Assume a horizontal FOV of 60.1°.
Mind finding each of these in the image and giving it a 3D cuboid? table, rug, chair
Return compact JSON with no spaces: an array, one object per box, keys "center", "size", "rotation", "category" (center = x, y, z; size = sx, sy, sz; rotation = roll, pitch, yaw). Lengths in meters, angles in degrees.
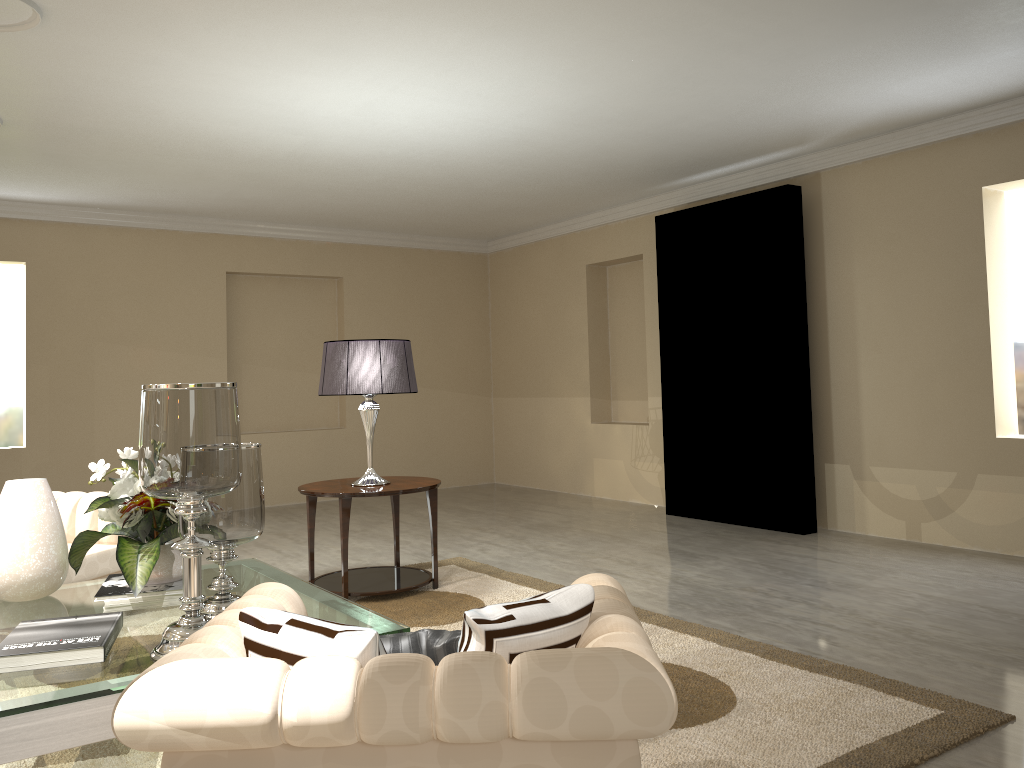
[{"center":[-1.077,0.862,2.651],"size":[1.057,0.346,1.298],"rotation":[-2,0,-35],"category":"table"},{"center":[-0.670,0.727,4.220],"size":[0.674,0.499,0.673],"rotation":[-1,-1,-37],"category":"table"},{"center":[-0.544,0.979,2.922],"size":[2.671,0.022,2.965],"rotation":[-2,0,-35],"category":"rug"},{"center":[-2.053,0.749,3.519],"size":[0.733,0.552,0.848],"rotation":[-2,-1,15],"category":"chair"},{"center":[-0.168,0.699,1.639],"size":[0.849,0.554,0.709],"rotation":[-2,-1,0],"category":"chair"}]

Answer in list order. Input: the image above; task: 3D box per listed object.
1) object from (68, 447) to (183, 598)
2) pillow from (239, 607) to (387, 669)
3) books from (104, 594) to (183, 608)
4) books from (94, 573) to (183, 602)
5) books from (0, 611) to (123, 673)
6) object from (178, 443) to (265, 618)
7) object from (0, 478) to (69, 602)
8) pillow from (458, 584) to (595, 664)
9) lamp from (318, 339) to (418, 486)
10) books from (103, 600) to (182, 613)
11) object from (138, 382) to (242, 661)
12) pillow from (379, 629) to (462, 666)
[{"center":[-1.152,0.410,2.906],"size":[0.510,0.476,0.546],"rotation":[-1,-1,-34],"category":"object"},{"center":[-0.324,0.524,1.537],"size":[0.299,0.270,0.197],"rotation":[-2,-2,25],"category":"pillow"},{"center":[-1.175,0.666,2.883],"size":[0.254,0.019,0.336],"rotation":[-2,0,-21],"category":"books"},{"center":[-1.185,0.649,2.884],"size":[0.274,0.016,0.340],"rotation":[-2,0,-17],"category":"books"},{"center":[-1.184,0.674,2.324],"size":[0.259,0.044,0.350],"rotation":[-2,0,-17],"category":"books"},{"center":[-0.831,0.430,2.539],"size":[0.236,0.506,0.236],"rotation":[0,-3,-37],"category":"object"},{"center":[-1.603,0.511,2.922],"size":[0.252,0.386,0.251],"rotation":[0,-3,-39],"category":"object"},{"center":[0.001,0.495,1.562],"size":[0.283,0.252,0.185],"rotation":[-1,-2,-41],"category":"pillow"},{"center":[-0.687,0.136,4.251],"size":[0.474,0.683,0.474],"rotation":[-3,-2,30],"category":"lamp"},{"center":[-1.175,0.685,2.888],"size":[0.254,0.019,0.343],"rotation":[-2,0,-19],"category":"books"},{"center":[-0.828,0.341,2.289],"size":[0.251,0.685,0.250],"rotation":[0,-3,-30],"category":"object"},{"center":[-0.179,0.539,1.628],"size":[0.251,0.187,0.128],"rotation":[-2,-2,2],"category":"pillow"}]
